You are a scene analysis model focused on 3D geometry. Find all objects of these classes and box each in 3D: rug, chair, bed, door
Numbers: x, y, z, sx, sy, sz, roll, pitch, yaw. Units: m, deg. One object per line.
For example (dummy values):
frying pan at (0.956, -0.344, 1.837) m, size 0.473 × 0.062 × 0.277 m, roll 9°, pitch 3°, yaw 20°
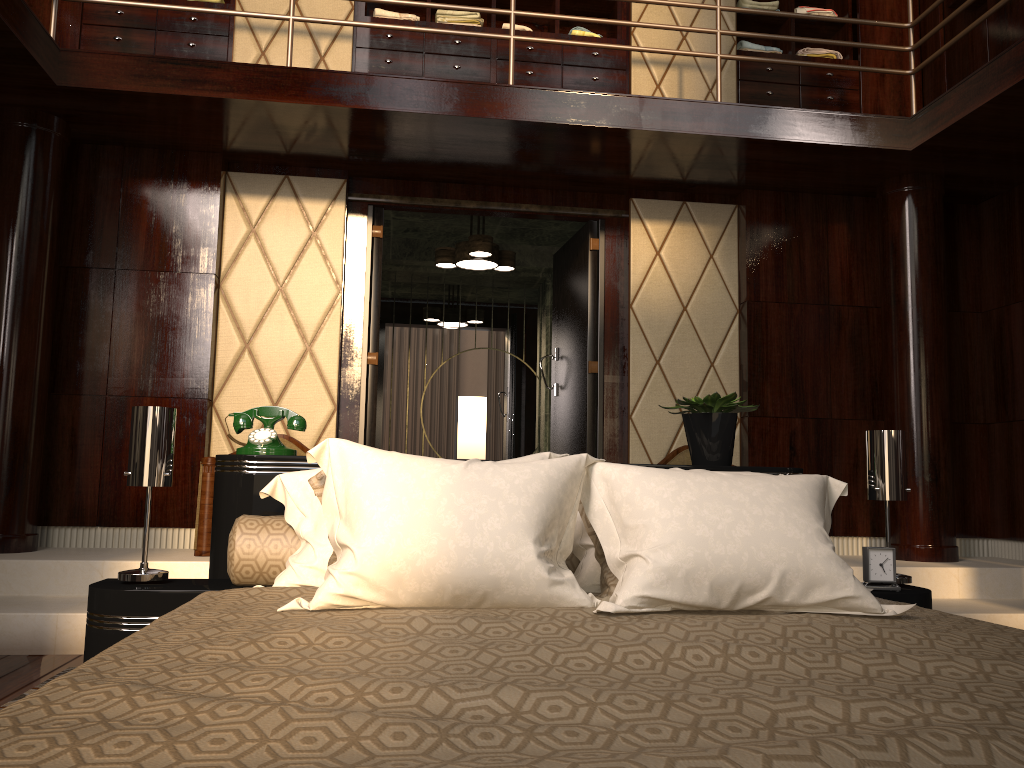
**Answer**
rug at (0.309, 0.736, 1.143) m, size 2.910 × 0.006 × 3.735 m, roll 2°, pitch -7°, yaw -8°
chair at (-1.105, 0.490, 4.030) m, size 0.571 × 0.550 × 0.462 m, roll 2°, pitch -7°, yaw -8°
chair at (0.947, 0.563, 4.309) m, size 0.571 × 0.550 × 0.462 m, roll 2°, pitch -7°, yaw -8°
bed at (0.165, 0.417, 1.278) m, size 1.985 × 0.660 × 2.381 m, roll 2°, pitch -7°, yaw -8°
door at (-0.266, 0.004, 5.059) m, size 1.435 × 1.820 × 0.828 m, roll 2°, pitch -7°, yaw -9°

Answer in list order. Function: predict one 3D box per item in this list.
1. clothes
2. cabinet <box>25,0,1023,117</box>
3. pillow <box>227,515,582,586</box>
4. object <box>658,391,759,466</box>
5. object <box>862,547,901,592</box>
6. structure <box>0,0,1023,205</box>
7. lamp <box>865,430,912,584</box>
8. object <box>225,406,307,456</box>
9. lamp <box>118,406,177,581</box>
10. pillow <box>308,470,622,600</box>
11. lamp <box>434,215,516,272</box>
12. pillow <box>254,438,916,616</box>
clothes at (-0.540, -2.409, 4.982) m, size 4.996 × 0.954 × 0.818 m, roll 3°, pitch -7°, yaw -15°
cabinet at (-0.011, -2.438, 4.325) m, size 6.767 × 2.432 × 2.576 m, roll 2°, pitch -7°, yaw -8°
pillow at (0.053, 0.400, 2.101) m, size 1.396 × 0.167 × 0.173 m, roll 2°, pitch -7°, yaw -8°
object at (0.553, 0.129, 2.468) m, size 0.256 × 0.205 × 0.241 m, roll 4°, pitch -7°, yaw -26°
object at (0.886, 0.447, 2.140) m, size 0.088 × 0.103 × 0.034 m, roll 1°, pitch -7°, yaw 0°
structure at (0.125, -0.674, 2.860) m, size 6.107 × 3.189 × 3.750 m, roll 2°, pitch -7°, yaw -8°
lamp at (0.969, 0.314, 2.292) m, size 0.106 × 0.385 × 0.109 m, roll 1°, pitch -7°, yaw -1°
object at (-0.638, 0.122, 2.304) m, size 0.178 × 0.131 × 0.158 m, roll -5°, pitch -9°, yaw 44°
lamp at (-0.823, 0.246, 2.013) m, size 0.106 × 0.385 × 0.109 m, roll 1°, pitch -7°, yaw -1°
pillow at (0.136, 0.310, 1.777) m, size 1.123 × 0.271 × 0.293 m, roll 2°, pitch -7°, yaw -7°
lamp at (-0.262, -0.905, 5.521) m, size 0.467 × 0.347 × 0.515 m, roll -2°, pitch -7°, yaw 22°
pillow at (0.107, 0.287, 1.802) m, size 1.322 × 0.320 × 0.685 m, roll 2°, pitch -7°, yaw -6°
